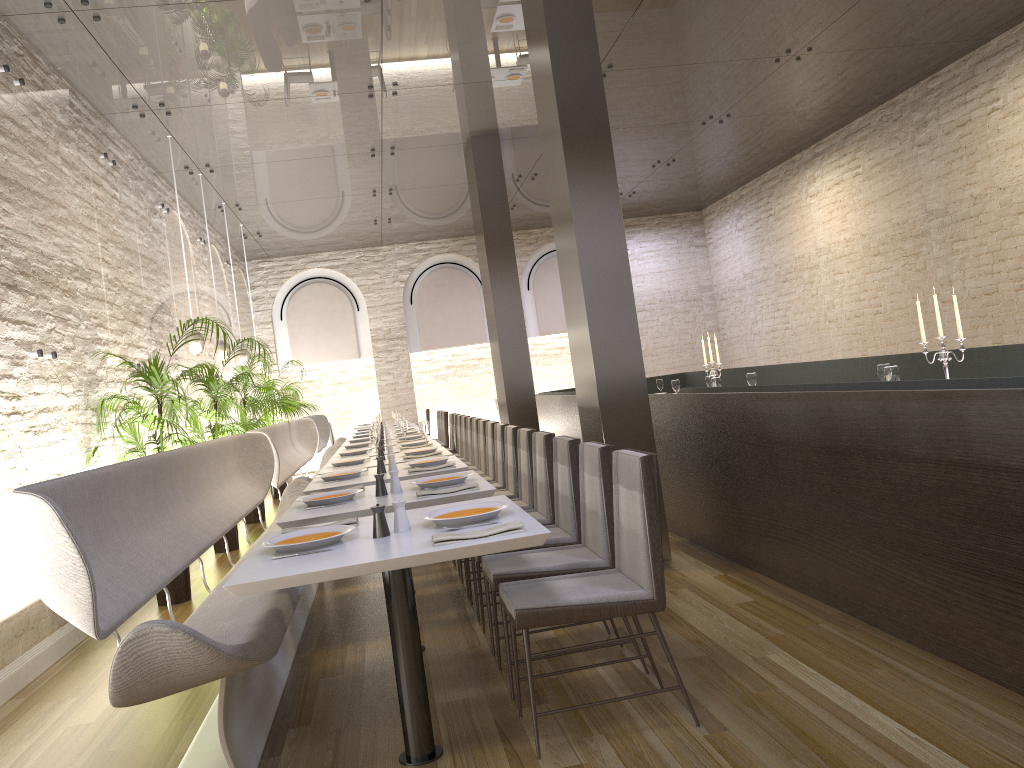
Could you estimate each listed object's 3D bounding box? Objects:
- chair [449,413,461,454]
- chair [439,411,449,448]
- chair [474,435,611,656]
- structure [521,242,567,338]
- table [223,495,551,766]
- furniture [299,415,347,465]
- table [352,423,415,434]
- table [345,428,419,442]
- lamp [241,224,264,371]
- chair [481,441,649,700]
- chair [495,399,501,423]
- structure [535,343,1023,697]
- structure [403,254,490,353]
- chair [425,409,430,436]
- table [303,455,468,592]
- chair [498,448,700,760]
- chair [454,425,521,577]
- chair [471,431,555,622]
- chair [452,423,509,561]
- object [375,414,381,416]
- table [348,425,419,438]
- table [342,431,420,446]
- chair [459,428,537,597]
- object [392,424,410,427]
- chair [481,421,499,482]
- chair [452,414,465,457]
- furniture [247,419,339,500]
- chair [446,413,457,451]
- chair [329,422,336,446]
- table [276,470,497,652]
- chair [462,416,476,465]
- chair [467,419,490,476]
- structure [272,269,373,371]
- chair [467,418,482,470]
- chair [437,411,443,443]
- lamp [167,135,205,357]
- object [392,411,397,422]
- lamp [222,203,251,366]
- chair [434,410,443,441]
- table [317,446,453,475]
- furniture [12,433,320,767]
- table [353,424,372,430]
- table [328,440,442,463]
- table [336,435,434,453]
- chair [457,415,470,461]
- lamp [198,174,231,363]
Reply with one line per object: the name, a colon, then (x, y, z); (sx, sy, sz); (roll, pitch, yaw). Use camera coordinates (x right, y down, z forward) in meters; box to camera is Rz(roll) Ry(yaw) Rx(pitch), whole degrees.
chair: (-0.838, 0.840, 10.532); (0.566, 0.907, 0.411); (-8, -2, -9)
chair: (-1.124, 0.870, 12.475); (0.566, 0.907, 0.411); (-8, -2, -9)
chair: (0.087, 0.740, 4.232); (0.566, 0.907, 0.411); (-8, -2, -9)
structure: (0.947, -1.769, 16.135); (1.635, 1.677, 0.097); (-8, -2, -9)
table: (-0.364, 0.881, 3.007); (0.937, 0.761, 1.009); (-8, -1, -9)
furniture: (-2.586, 0.973, 12.832); (0.708, 1.098, 2.580); (-8, 0, -8)
table: (-1.887, 1.045, 13.372); (0.937, 0.761, 1.009); (-8, -1, -9)
table: (-1.561, 1.010, 11.156); (0.937, 0.761, 1.009); (-8, -1, -9)
lamp: (-3.613, -1.195, 12.238); (0.178, 2.044, 0.177); (-7, -2, -30)
chair: (0.174, 0.731, 3.645); (0.566, 0.907, 0.411); (-8, -2, -9)
chair: (0.029, 0.693, 16.567); (0.566, 0.907, 0.411); (-8, -2, -9)
structure: (2.176, 0.393, 6.687); (2.373, 1.002, 10.729); (-8, 0, -8)
structure: (-1.130, -1.481, 15.814); (1.635, 1.677, 0.097); (-8, -2, -9)
chair: (-1.739, 0.938, 16.294); (0.566, 0.907, 0.411); (-8, -2, -9)
table: (-0.727, 0.920, 5.478); (0.937, 0.761, 1.009); (-8, -1, -9)
chair: (0.256, 0.722, 3.086); (0.566, 0.907, 0.411); (-8, -2, -9)
chair: (-0.170, 0.768, 5.987); (0.566, 0.907, 0.411); (-8, -2, -9)
chair: (-0.002, 0.750, 4.842); (0.566, 0.907, 0.411); (-8, -2, -9)
chair: (-0.253, 0.777, 6.547); (0.566, 0.907, 0.411); (-8, -2, -9)
object: (-1.984, 0.559, 13.187); (0.086, 0.231, 0.086); (-9, -2, 21)
table: (-1.722, 1.027, 12.246); (0.937, 0.761, 1.009); (-8, -1, -9)
table: (-1.399, 0.992, 10.051); (0.937, 0.761, 1.009); (-8, -1, -9)
chair: (-0.084, 0.759, 5.400); (0.566, 0.907, 0.411); (-8, -2, -9)
object: (-1.629, 0.618, 13.068); (0.273, 0.033, 0.142); (-8, 0, -9)
chair: (-0.335, 0.786, 7.105); (0.566, 0.907, 0.411); (-8, -2, -9)
chair: (-0.753, 0.830, 9.949); (0.566, 0.907, 0.411); (-8, -2, -9)
furniture: (-2.053, 0.916, 9.200); (0.709, 1.098, 4.468); (-8, 0, -8)
chair: (-0.919, 0.848, 11.083); (0.566, 0.907, 0.411); (-8, -2, -9)
chair: (-3.024, 1.116, 16.096); (0.566, 0.907, 0.411); (-8, -2, -9)
table: (-0.546, 0.900, 4.243); (0.937, 0.761, 1.009); (-8, -1, -9)
chair: (-0.584, 0.812, 8.803); (0.566, 0.907, 0.411); (-8, -2, -9)
chair: (-0.421, 0.795, 7.692); (0.566, 0.907, 0.411); (-8, -2, -9)
structure: (-3.346, -1.174, 15.471); (1.635, 1.677, 0.097); (-8, -2, -9)
chair: (-0.502, 0.804, 8.246); (0.566, 0.907, 0.411); (-8, -2, -9)
chair: (-1.205, 0.879, 13.029); (0.566, 0.907, 0.411); (-8, -2, -9)
lamp: (-3.002, -1.260, 8.083); (0.177, 2.044, 0.177); (-8, -2, 12)
object: (-1.800, 0.532, 13.674); (0.086, 0.231, 0.086); (-9, -2, 21)
lamp: (-3.411, -1.216, 10.867); (0.178, 2.044, 0.177); (-7, -2, -30)
chair: (-1.289, 0.888, 13.599); (0.566, 0.907, 0.411); (-8, -2, -9)
table: (-0.892, 0.938, 6.597); (0.937, 0.761, 1.009); (-8, -1, -9)
furniture: (-1.380, 0.844, 4.617); (0.709, 1.098, 4.468); (-8, 0, -8)
table: (-2.370, 1.099, 16.198); (0.937, 0.761, 1.009); (-8, -1, -9)
table: (-1.061, 0.956, 7.747); (0.937, 0.761, 1.009); (-8, -1, -9)
table: (-1.229, 0.974, 8.894); (0.937, 0.761, 1.009); (-8, -1, -9)
chair: (-0.670, 0.822, 9.388); (0.566, 0.907, 0.411); (-8, -2, -9)
lamp: (-3.206, -1.238, 9.469); (0.178, 2.044, 0.177); (-7, -2, -24)
